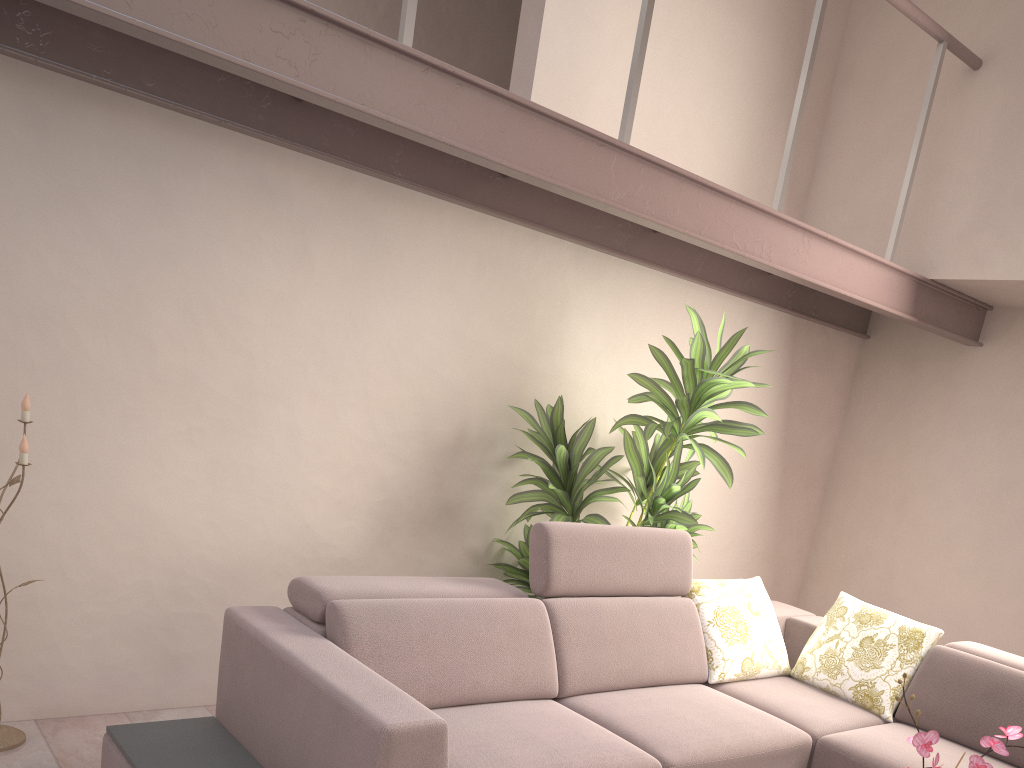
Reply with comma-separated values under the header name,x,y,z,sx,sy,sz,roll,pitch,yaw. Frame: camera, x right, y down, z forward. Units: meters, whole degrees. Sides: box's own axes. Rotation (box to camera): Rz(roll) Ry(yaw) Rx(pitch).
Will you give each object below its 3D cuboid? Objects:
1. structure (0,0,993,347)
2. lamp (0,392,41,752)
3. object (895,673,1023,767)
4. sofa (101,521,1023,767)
name,x,y,z,sx,sy,sz,roll,pitch,yaw
structure,0.354,-0.177,1.875,7.331,3.361,3.573,8,5,-39
lamp,-1.637,0.577,2.774,0.341,1.180,0.221,8,13,-6
object,0.908,0.927,1.933,0.302,0.624,0.349,-1,14,-44
sofa,0.714,1.079,2.803,3.214,0.986,2.046,9,2,-39
